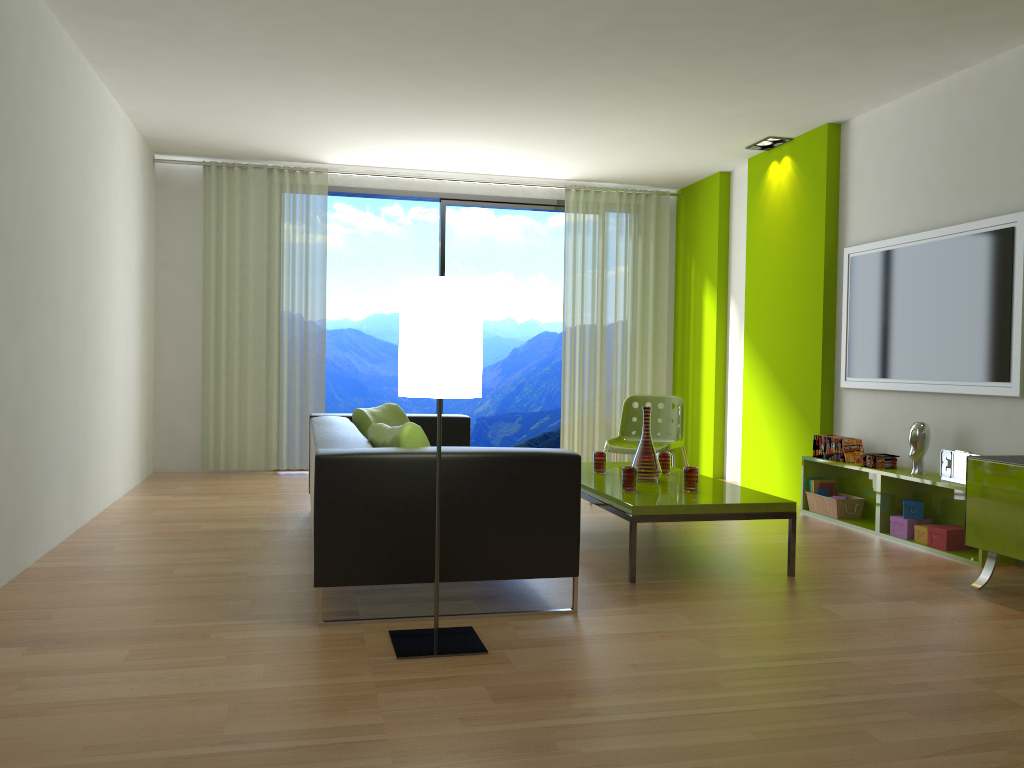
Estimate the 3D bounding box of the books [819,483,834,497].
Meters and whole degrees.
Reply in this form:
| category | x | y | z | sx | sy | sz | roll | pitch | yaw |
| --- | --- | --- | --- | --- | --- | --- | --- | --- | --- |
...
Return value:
| category | x | y | z | sx | sy | sz | roll | pitch | yaw |
| --- | --- | --- | --- | --- | --- | --- | --- | --- | --- |
| books | 2.083 | 0.747 | 5.864 | 0.105 | 0.182 | 0.031 | 1 | 1 | -13 |

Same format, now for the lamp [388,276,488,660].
| category | x | y | z | sx | sy | sz | roll | pitch | yaw |
| --- | --- | --- | --- | --- | --- | --- | --- | --- | --- |
| lamp | -0.248 | 0.270 | 3.033 | 0.302 | 1.244 | 0.295 | 1 | 1 | -13 |

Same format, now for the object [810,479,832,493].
| category | x | y | z | sx | sy | sz | roll | pitch | yaw |
| --- | --- | --- | --- | --- | --- | --- | --- | --- | --- |
| object | 2.061 | 0.737 | 5.907 | 0.158 | 0.200 | 0.040 | 1 | 1 | -13 |

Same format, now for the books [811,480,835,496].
| category | x | y | z | sx | sy | sz | roll | pitch | yaw |
| --- | --- | --- | --- | --- | --- | --- | --- | --- | --- |
| books | 2.067 | 0.737 | 5.883 | 0.158 | 0.202 | 0.051 | 1 | 1 | -13 |

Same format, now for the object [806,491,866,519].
| category | x | y | z | sx | sy | sz | roll | pitch | yaw |
| --- | --- | --- | --- | --- | --- | --- | --- | --- | --- |
| object | 2.094 | 0.785 | 5.754 | 0.213 | 0.129 | 0.367 | 1 | 1 | -13 |

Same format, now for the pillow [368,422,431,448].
| category | x | y | z | sx | sy | sz | roll | pitch | yaw |
| --- | --- | --- | --- | --- | --- | --- | --- | --- | --- |
| pillow | -0.454 | 0.349 | 3.748 | 0.210 | 0.403 | 0.457 | 0 | 1 | -28 |

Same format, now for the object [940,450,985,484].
| category | x | y | z | sx | sy | sz | roll | pitch | yaw |
| --- | --- | --- | --- | --- | --- | --- | --- | --- | --- |
| object | 2.366 | 0.439 | 4.654 | 0.047 | 0.176 | 0.340 | 1 | 1 | -8 |

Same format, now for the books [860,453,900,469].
| category | x | y | z | sx | sy | sz | roll | pitch | yaw |
| --- | --- | --- | --- | --- | --- | --- | --- | --- | --- |
| books | 2.207 | 0.463 | 5.331 | 0.164 | 0.078 | 0.172 | 1 | 1 | -15 |

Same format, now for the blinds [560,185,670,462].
| category | x | y | z | sx | sy | sz | roll | pitch | yaw |
| --- | --- | --- | --- | --- | --- | --- | --- | --- | --- |
| blinds | 0.950 | -0.522 | 8.203 | 1.012 | 2.568 | 0.067 | 1 | 1 | -13 |

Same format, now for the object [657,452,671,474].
| category | x | y | z | sx | sy | sz | roll | pitch | yaw |
| --- | --- | --- | --- | --- | --- | --- | --- | --- | --- |
| object | 0.876 | 0.458 | 5.120 | 0.076 | 0.122 | 0.075 | 2 | 1 | 21 |

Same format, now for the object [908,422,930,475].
| category | x | y | z | sx | sy | sz | roll | pitch | yaw |
| --- | --- | --- | --- | --- | --- | --- | --- | --- | --- |
| object | 2.309 | 0.367 | 5.024 | 0.107 | 0.305 | 0.107 | 2 | 2 | 43 |

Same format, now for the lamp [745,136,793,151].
| category | x | y | z | sx | sy | sz | roll | pitch | yaw |
| --- | --- | --- | --- | --- | --- | --- | --- | --- | --- |
| lamp | 1.908 | -1.846 | 6.592 | 0.192 | 0.131 | 0.352 | 1 | 1 | -13 |

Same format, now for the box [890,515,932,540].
| category | x | y | z | sx | sy | sz | roll | pitch | yaw |
| --- | --- | --- | --- | --- | --- | --- | --- | --- | --- |
| box | 2.263 | 0.815 | 5.033 | 0.202 | 0.116 | 0.135 | 1 | 1 | -18 |

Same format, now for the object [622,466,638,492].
| category | x | y | z | sx | sy | sz | roll | pitch | yaw |
| --- | --- | --- | --- | --- | --- | --- | --- | --- | --- |
| object | 0.578 | 0.470 | 4.358 | 0.076 | 0.122 | 0.075 | 2 | 1 | 21 |

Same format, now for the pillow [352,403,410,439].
| category | x | y | z | sx | sy | sz | roll | pitch | yaw |
| --- | --- | --- | --- | --- | --- | --- | --- | --- | --- |
| pillow | -0.782 | 0.302 | 5.377 | 0.269 | 0.362 | 0.399 | 2 | 2 | 35 |

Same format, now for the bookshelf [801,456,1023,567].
| category | x | y | z | sx | sy | sz | roll | pitch | yaw |
| --- | --- | --- | --- | --- | --- | --- | --- | --- | --- |
| bookshelf | 2.278 | 0.695 | 5.193 | 0.306 | 0.378 | 1.630 | 1 | 1 | -13 |

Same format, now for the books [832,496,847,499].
| category | x | y | z | sx | sy | sz | roll | pitch | yaw |
| --- | --- | --- | --- | --- | --- | --- | --- | --- | --- |
| books | 2.107 | 0.733 | 5.707 | 0.087 | 0.008 | 0.110 | 2 | 1 | 27 |

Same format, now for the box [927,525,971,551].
| category | x | y | z | sx | sy | sz | roll | pitch | yaw |
| --- | --- | --- | --- | --- | --- | --- | --- | --- | --- |
| box | 2.334 | 0.823 | 4.731 | 0.202 | 0.116 | 0.135 | 1 | 1 | -18 |

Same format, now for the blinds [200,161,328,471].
| category | x | y | z | sx | sy | sz | roll | pitch | yaw |
| --- | --- | --- | --- | --- | --- | --- | --- | --- | --- |
| blinds | -2.086 | -0.557 | 7.483 | 1.012 | 2.568 | 0.067 | 1 | 1 | -13 |

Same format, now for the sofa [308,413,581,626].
| category | x | y | z | sx | sy | sz | roll | pitch | yaw |
| --- | --- | --- | --- | --- | --- | --- | --- | --- | --- |
| sofa | -0.493 | 0.536 | 4.557 | 1.061 | 0.639 | 2.583 | 1 | 1 | -13 |

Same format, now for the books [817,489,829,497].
| category | x | y | z | sx | sy | sz | roll | pitch | yaw |
| --- | --- | --- | --- | --- | --- | --- | --- | --- | --- |
| books | 2.050 | 0.765 | 5.843 | 0.086 | 0.148 | 0.025 | 1 | 1 | -13 |

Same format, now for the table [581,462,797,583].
| category | x | y | z | sx | sy | sz | roll | pitch | yaw |
| --- | --- | --- | --- | --- | --- | --- | --- | --- | --- |
| table | 0.728 | 0.694 | 4.833 | 0.810 | 0.349 | 1.682 | 1 | 1 | -13 |

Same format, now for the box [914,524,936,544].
| category | x | y | z | sx | sy | sz | roll | pitch | yaw |
| --- | --- | --- | --- | --- | --- | --- | --- | --- | --- |
| box | 2.310 | 0.831 | 4.888 | 0.169 | 0.093 | 0.102 | 1 | 1 | -18 |

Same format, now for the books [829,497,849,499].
| category | x | y | z | sx | sy | sz | roll | pitch | yaw |
| --- | --- | --- | --- | --- | --- | --- | --- | --- | --- |
| books | 2.113 | 0.750 | 5.691 | 0.143 | 0.025 | 0.182 | 1 | 1 | -13 |

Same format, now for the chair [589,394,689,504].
| category | x | y | z | sx | sy | sz | roll | pitch | yaw |
| --- | --- | --- | --- | --- | --- | --- | --- | --- | --- |
| chair | 0.926 | 0.460 | 6.192 | 0.640 | 0.759 | 0.546 | 2 | 1 | 25 |

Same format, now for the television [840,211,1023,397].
| category | x | y | z | sx | sy | sz | roll | pitch | yaw |
| --- | --- | --- | --- | --- | --- | --- | --- | --- | --- |
| television | 2.405 | -0.423 | 5.209 | 0.028 | 0.941 | 1.537 | 1 | 1 | -13 |

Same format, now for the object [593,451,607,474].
| category | x | y | z | sx | sy | sz | roll | pitch | yaw |
| --- | --- | --- | --- | --- | --- | --- | --- | --- | --- |
| object | 0.504 | 0.452 | 5.089 | 0.076 | 0.122 | 0.075 | 2 | 1 | 21 |

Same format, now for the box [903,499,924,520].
| category | x | y | z | sx | sy | sz | roll | pitch | yaw |
| --- | --- | --- | --- | --- | --- | --- | --- | --- | --- |
| box | 2.272 | 0.711 | 5.024 | 0.102 | 0.093 | 0.138 | 2 | 1 | 22 |

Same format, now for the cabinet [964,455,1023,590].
| category | x | y | z | sx | sy | sz | roll | pitch | yaw |
| --- | --- | --- | --- | --- | --- | --- | --- | --- | --- |
| cabinet | 2.676 | 0.671 | 2.454 | 0.547 | 0.593 | 3.384 | 1 | 1 | -13 |

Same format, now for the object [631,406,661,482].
| category | x | y | z | sx | sy | sz | roll | pitch | yaw |
| --- | --- | --- | --- | --- | --- | --- | --- | --- | --- |
| object | 0.722 | 0.322 | 4.776 | 0.168 | 0.400 | 0.168 | 0 | 1 | -28 |

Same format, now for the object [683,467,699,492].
| category | x | y | z | sx | sy | sz | roll | pitch | yaw |
| --- | --- | --- | --- | --- | --- | --- | --- | --- | --- |
| object | 0.885 | 0.475 | 4.393 | 0.075 | 0.122 | 0.076 | 2 | 2 | 42 |

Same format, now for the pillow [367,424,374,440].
| category | x | y | z | sx | sy | sz | roll | pitch | yaw |
| --- | --- | --- | --- | --- | --- | --- | --- | --- | --- |
| pillow | -0.558 | 0.353 | 4.128 | 0.164 | 0.317 | 0.380 | 0 | 2 | -30 |

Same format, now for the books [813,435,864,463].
| category | x | y | z | sx | sy | sz | roll | pitch | yaw |
| --- | --- | --- | --- | --- | --- | --- | --- | --- | --- |
| books | 2.114 | 0.419 | 5.727 | 0.147 | 0.150 | 0.370 | 1 | 1 | -13 |

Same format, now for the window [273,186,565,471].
| category | x | y | z | sx | sy | sz | roll | pitch | yaw |
| --- | --- | --- | --- | --- | --- | --- | --- | --- | --- |
| window | -0.437 | -0.461 | 8.106 | 3.336 | 2.498 | 0.219 | 1 | 1 | -13 |
